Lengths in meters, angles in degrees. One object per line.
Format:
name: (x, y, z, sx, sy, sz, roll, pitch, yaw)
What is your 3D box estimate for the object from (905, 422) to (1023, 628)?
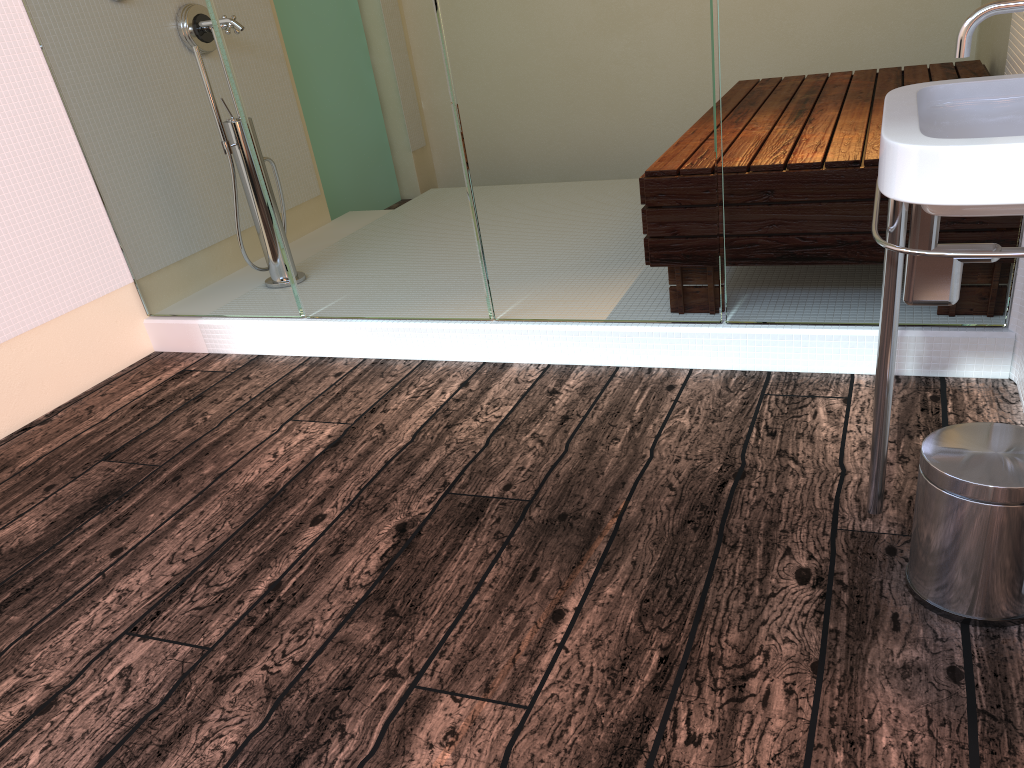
object: (0.785, 0.256, 1.472, 0.222, 0.311, 0.219, -14, 28, -9)

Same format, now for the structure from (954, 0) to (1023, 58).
structure: (0.808, -0.627, 1.343, 0.236, 0.124, 0.293, 3, 29, 22)

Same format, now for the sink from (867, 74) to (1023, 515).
sink: (0.843, -0.161, 1.637, 0.346, 0.798, 0.670, 3, 30, 22)
